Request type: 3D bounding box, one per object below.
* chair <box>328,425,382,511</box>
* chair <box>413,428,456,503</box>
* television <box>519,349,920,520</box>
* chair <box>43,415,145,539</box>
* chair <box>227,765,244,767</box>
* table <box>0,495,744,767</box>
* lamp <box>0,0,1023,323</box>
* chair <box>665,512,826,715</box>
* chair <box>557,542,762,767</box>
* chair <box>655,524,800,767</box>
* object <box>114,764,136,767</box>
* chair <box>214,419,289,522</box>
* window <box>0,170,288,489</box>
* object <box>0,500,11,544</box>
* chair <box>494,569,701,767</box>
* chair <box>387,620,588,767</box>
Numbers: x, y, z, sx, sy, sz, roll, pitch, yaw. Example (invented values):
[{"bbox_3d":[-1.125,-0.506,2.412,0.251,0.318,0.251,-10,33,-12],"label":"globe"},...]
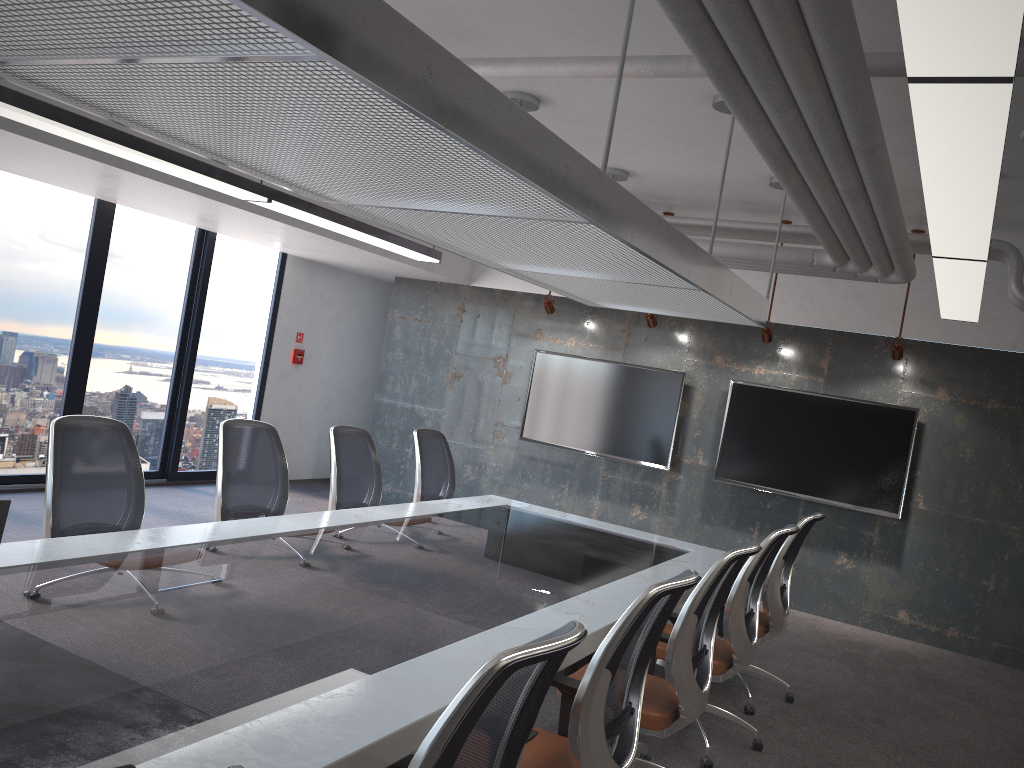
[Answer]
[{"bbox_3d":[-0.833,0.897,5.543,0.828,1.166,0.789,10,1,-9],"label":"chair"},{"bbox_3d":[-0.407,0.959,6.387,0.828,1.166,0.789,10,1,-9],"label":"chair"},{"bbox_3d":[1.782,0.396,8.375,3.667,0.960,0.101,10,1,27],"label":"television"},{"bbox_3d":[-1.685,0.774,3.854,0.828,1.166,0.789,10,1,-9],"label":"chair"},{"bbox_3d":[-0.795,0.960,1.164,0.828,1.166,0.789,10,1,6],"label":"chair"},{"bbox_3d":[-0.610,1.165,3.769,1.898,0.745,5.498,10,1,27],"label":"table"},{"bbox_3d":[-0.219,-1.329,3.655,4.126,0.908,6.097,10,1,27],"label":"lamp"},{"bbox_3d":[1.378,1.275,5.361,0.828,1.166,0.789,10,1,-9],"label":"chair"},{"bbox_3d":[0.526,1.152,3.672,0.828,1.166,0.789,10,1,-9],"label":"chair"},{"bbox_3d":[0.952,1.213,4.517,0.828,1.166,0.789,10,1,-9],"label":"chair"},{"bbox_3d":[-0.743,0.778,1.679,0.161,0.026,0.126,10,1,41],"label":"object"},{"bbox_3d":[-1.291,0.828,4.829,0.828,1.166,0.789,10,1,-3],"label":"chair"},{"bbox_3d":[-4.801,-0.561,5.750,0.121,2.670,9.225,10,1,27],"label":"window"},{"bbox_3d":[-1.798,0.457,2.687,0.308,0.277,0.366,10,1,37],"label":"object"},{"bbox_3d":[0.100,1.090,2.828,0.828,1.166,0.789,10,1,-9],"label":"chair"},{"bbox_3d":[-0.326,1.029,1.984,0.828,1.166,0.789,10,1,-9],"label":"chair"}]
